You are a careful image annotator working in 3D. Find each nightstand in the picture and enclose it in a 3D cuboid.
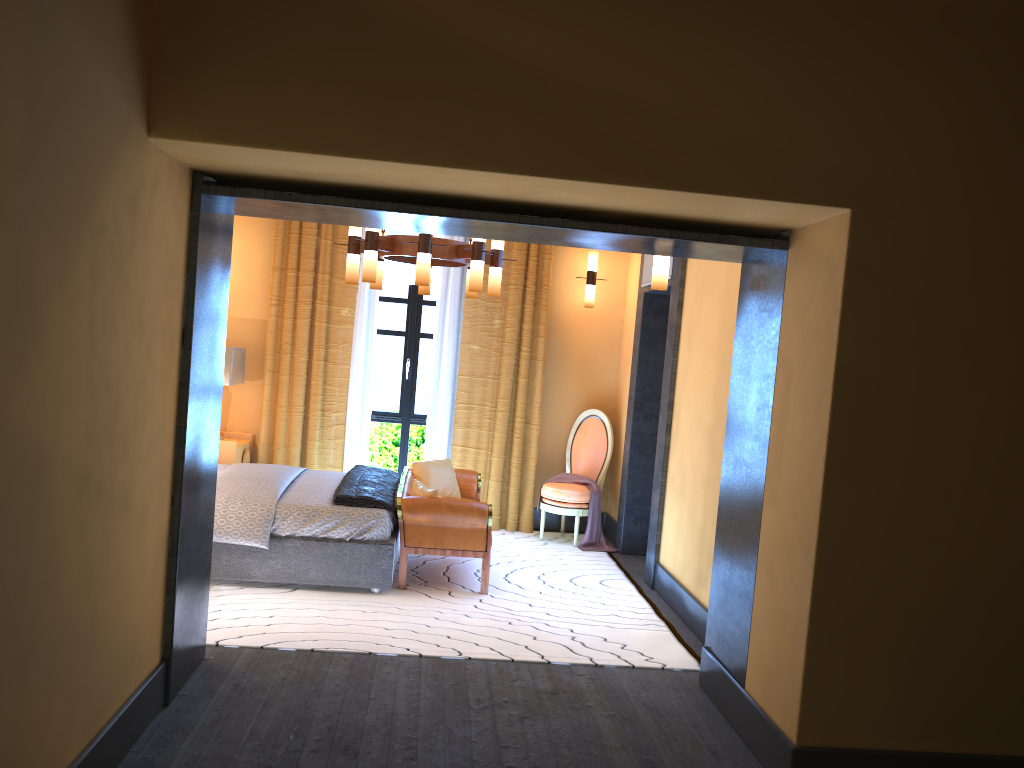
[{"bbox_3d":[-2.598,0.767,7.445,0.720,0.691,0.679,5,3,-5],"label":"nightstand"}]

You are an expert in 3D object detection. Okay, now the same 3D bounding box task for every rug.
[{"bbox_3d":[-0.926,1.292,6.170,3.703,0.016,3.383,5,2,-5],"label":"rug"}]

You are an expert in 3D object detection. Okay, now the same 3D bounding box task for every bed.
[{"bbox_3d":[-1.821,0.755,6.236,2.107,0.825,1.886,5,2,-5],"label":"bed"}]

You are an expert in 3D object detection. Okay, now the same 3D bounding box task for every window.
[{"bbox_3d":[-0.924,-0.277,8.121,1.200,3.003,0.130,5,3,-5],"label":"window"}]

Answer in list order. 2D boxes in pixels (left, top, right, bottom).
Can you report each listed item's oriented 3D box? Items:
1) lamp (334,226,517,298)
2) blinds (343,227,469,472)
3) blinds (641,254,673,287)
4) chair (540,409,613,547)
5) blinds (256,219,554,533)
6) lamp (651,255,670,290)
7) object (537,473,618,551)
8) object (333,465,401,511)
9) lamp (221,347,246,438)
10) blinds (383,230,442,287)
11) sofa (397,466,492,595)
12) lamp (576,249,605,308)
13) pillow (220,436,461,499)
[{"bbox_3d":[-0.511,-1.712,5.932,1.140,2.171,1.140,6,3,17],"label":"lamp"},{"bbox_3d":[-0.905,-0.810,7.768,2.051,4.080,0.236,4,3,-8],"label":"blinds"},{"bbox_3d":[1.174,-1.558,6.760,0.042,1.578,0.894,4,3,-5],"label":"blinds"},{"bbox_3d":[0.545,0.789,7.660,0.499,1.148,0.632,6,3,28],"label":"chair"},{"bbox_3d":[-0.858,-0.826,7.688,2.451,4.151,0.134,5,3,-5],"label":"blinds"},{"bbox_3d":[0.809,-0.771,4.734,0.199,0.532,0.199,7,4,40],"label":"lamp"},{"bbox_3d":[0.576,1.073,7.577,0.801,0.572,0.429,7,3,42],"label":"object"},{"bbox_3d":[-1.009,0.716,6.297,0.405,0.105,1.459,5,2,-5],"label":"object"},{"bbox_3d":[-2.484,0.091,7.320,0.424,0.803,0.505,5,3,-5],"label":"lamp"},{"bbox_3d":[-0.834,-1.336,8.052,1.200,0.874,0.013,5,3,-5],"label":"blinds"},{"bbox_3d":[-0.500,0.998,6.439,0.650,0.641,1.613,5,2,-5],"label":"sofa"},{"bbox_3d":[0.698,-0.936,7.782,0.199,0.532,0.199,7,4,40],"label":"lamp"},{"bbox_3d":[-1.188,0.668,6.895,2.625,0.407,1.147,6,2,36],"label":"pillow"}]
